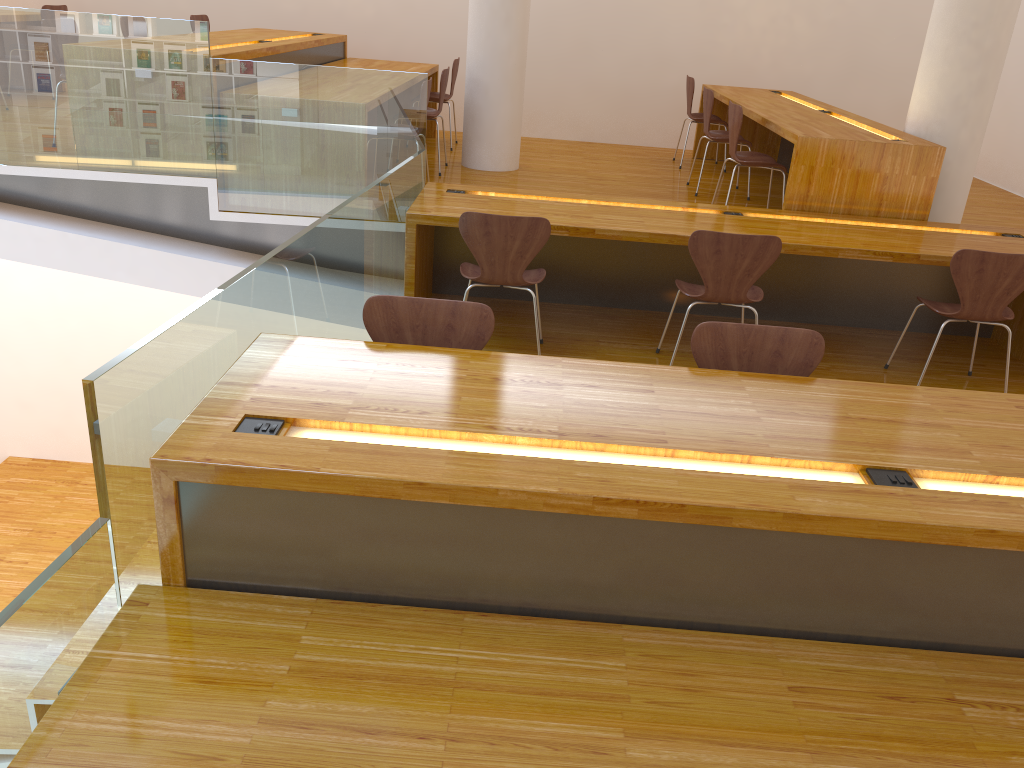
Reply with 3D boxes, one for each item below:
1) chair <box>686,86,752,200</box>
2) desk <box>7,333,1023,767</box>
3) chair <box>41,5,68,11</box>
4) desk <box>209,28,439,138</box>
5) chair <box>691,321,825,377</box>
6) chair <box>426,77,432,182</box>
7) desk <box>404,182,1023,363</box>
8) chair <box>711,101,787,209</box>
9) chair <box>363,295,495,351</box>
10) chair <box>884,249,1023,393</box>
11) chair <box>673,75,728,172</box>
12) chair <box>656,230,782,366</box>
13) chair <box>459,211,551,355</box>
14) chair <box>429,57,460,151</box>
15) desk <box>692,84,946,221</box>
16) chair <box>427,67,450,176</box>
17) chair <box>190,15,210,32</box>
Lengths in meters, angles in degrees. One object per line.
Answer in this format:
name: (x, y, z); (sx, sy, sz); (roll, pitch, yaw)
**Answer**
chair: (1.476, -1.673, 6.142); (0.381, 0.693, 0.428); (5, 23, 1)
desk: (0.789, 0.654, 2.091); (3.236, 0.918, 1.285); (5, 23, 1)
chair: (-3.750, -2.646, 7.039); (0.381, 0.693, 0.428); (5, 23, 1)
desk: (-1.462, -1.930, 6.103); (1.527, 0.785, 3.243); (5, 23, 1)
chair: (0.695, 0.215, 2.573); (0.428, 0.693, 0.381); (5, 23, 1)
chair: (-0.683, -1.463, 5.274); (0.381, 0.693, 0.428); (5, 23, 1)
desk: (1.101, -0.517, 4.458); (3.185, 0.606, 0.760); (5, 23, 1)
chair: (1.435, -1.290, 5.251); (0.381, 0.693, 0.428); (5, 23, 1)
chair: (-0.273, 0.136, 2.583); (0.428, 0.693, 0.381); (5, 23, 1)
chair: (2.041, -0.306, 4.016); (0.428, 0.693, 0.381); (5, 23, 1)
chair: (1.561, -2.110, 7.169); (0.381, 0.693, 0.428); (5, 23, 1)
chair: (0.925, -0.382, 3.993); (0.428, 0.693, 0.381); (5, 23, 1)
chair: (-0.043, -0.461, 4.004); (0.428, 0.693, 0.381); (5, 23, 1)
chair: (-0.633, -2.290, 7.194); (0.381, 0.693, 0.428); (5, 23, 1)
desk: (1.896, -1.593, 6.131); (0.760, 0.606, 3.185); (5, 23, 1)
chair: (-0.642, -1.846, 6.166); (0.381, 0.693, 0.428); (5, 23, 1)
chair: (-2.330, -2.587, 7.144); (0.381, 0.693, 0.428); (5, 23, 1)
